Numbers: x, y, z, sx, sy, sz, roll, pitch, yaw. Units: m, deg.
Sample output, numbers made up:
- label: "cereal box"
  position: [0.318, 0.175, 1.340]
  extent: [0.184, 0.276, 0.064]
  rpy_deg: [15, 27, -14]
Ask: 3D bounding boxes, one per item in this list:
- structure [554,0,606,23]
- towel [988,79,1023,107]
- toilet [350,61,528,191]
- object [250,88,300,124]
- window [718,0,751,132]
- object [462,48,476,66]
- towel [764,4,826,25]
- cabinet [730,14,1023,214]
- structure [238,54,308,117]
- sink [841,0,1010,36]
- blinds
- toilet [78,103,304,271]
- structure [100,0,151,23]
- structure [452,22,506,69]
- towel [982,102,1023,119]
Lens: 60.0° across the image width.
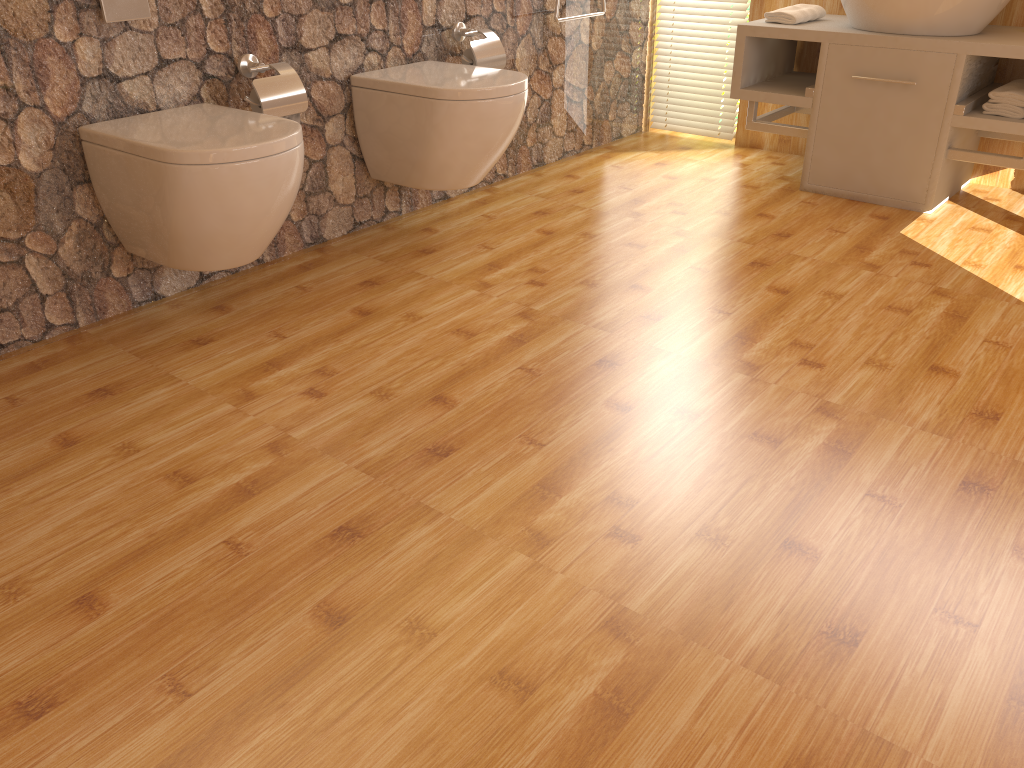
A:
- label: "structure"
  position: [0.231, -1.587, 3.343]
  extent: [0.133, 0.387, 0.332]
  rpy_deg: [21, 35, 34]
- label: "towel"
  position: [1.701, -0.974, 2.963]
  extent: [0.140, 0.048, 0.225]
  rpy_deg: [25, 38, 38]
- label: "toilet"
  position: [-0.191, -0.808, 2.823]
  extent: [0.507, 0.337, 0.371]
  rpy_deg: [21, 35, 34]
- label: "object"
  position: [-0.659, -0.756, 2.475]
  extent: [0.090, 0.151, 0.098]
  rpy_deg: [21, 35, 34]
- label: "window"
  position: [2.298, -1.645, 2.727]
  extent: [3.964, 2.164, 0.010]
  rpy_deg: [21, 35, 34]
- label: "object"
  position: [-0.107, -1.089, 3.072]
  extent: [0.090, 0.151, 0.098]
  rpy_deg: [21, 35, 34]
- label: "towel"
  position: [1.069, -1.398, 3.351]
  extent: [0.140, 0.048, 0.225]
  rpy_deg: [25, 38, 38]
- label: "cabinet"
  position: [1.432, -1.009, 3.279]
  extent: [1.136, 0.570, 0.517]
  rpy_deg: [21, 35, 34]
- label: "structure"
  position: [-0.682, -0.824, 2.448]
  extent: [0.154, 0.151, 0.170]
  rpy_deg: [21, 35, 34]
- label: "sink"
  position: [1.425, -1.436, 3.038]
  extent: [0.634, 0.409, 0.533]
  rpy_deg: [21, 35, 34]
- label: "blinds"
  position: [0.828, -2.124, 3.609]
  extent: [0.420, 2.178, 0.042]
  rpy_deg: [21, 35, 34]
- label: "toilet"
  position: [-0.745, -0.474, 2.224]
  extent: [0.507, 0.337, 0.371]
  rpy_deg: [21, 35, 34]
- label: "structure"
  position: [-0.942, -0.979, 2.127]
  extent: [0.010, 0.200, 0.120]
  rpy_deg: [21, 35, 34]
- label: "structure"
  position: [-0.130, -1.157, 3.046]
  extent: [0.154, 0.151, 0.170]
  rpy_deg: [21, 35, 34]
- label: "towel"
  position: [1.690, -0.940, 2.979]
  extent: [0.140, 0.048, 0.225]
  rpy_deg: [25, 38, 38]
